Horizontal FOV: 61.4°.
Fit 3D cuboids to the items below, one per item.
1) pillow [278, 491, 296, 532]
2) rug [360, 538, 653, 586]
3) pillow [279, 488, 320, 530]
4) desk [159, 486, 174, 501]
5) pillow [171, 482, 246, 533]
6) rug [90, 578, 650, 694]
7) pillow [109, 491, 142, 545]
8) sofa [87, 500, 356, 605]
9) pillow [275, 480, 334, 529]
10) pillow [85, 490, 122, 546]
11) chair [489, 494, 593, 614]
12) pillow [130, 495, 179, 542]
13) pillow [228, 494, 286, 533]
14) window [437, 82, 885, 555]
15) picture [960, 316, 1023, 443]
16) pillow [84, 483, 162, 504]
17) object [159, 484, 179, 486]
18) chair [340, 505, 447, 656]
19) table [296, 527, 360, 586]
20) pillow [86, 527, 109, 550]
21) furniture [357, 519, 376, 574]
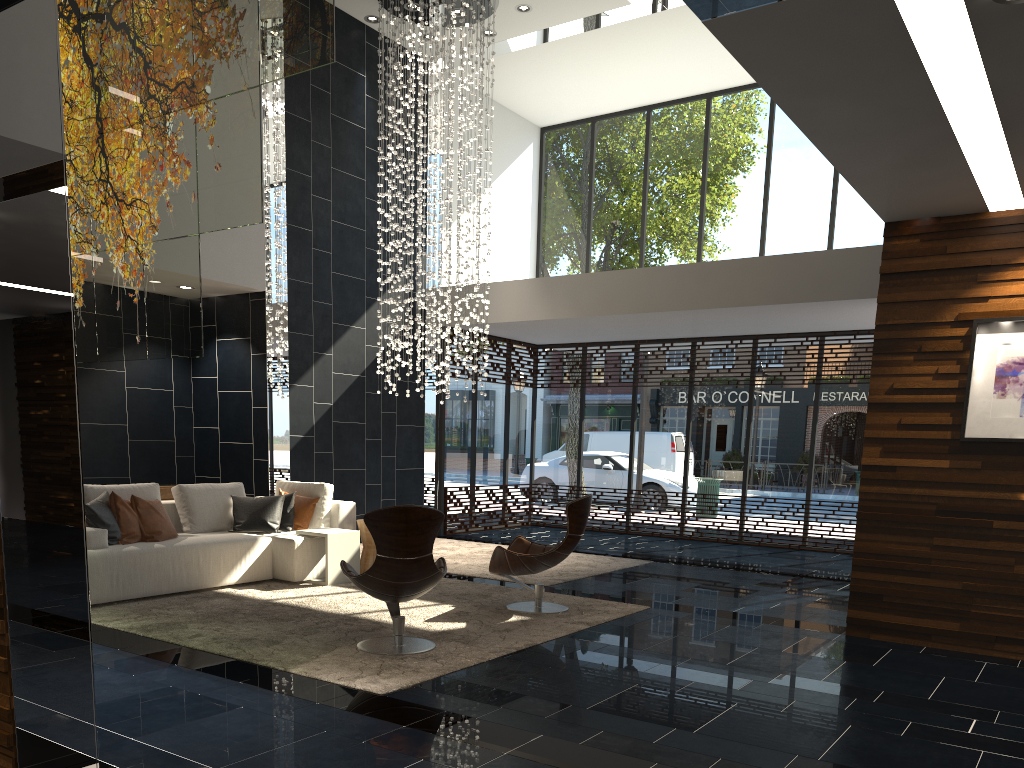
[{"bbox_3d":[-2.232,1.199,8.025,0.554,0.425,0.248,2,6,2],"label":"pillow"},{"bbox_3d":[-0.444,1.969,9.830,3.392,0.006,2.321,-1,-5,34],"label":"rug"},{"bbox_3d":[-2.085,1.199,8.162,0.516,0.423,0.264,2,5,29],"label":"pillow"},{"bbox_3d":[-4.280,1.389,8.465,0.982,0.763,2.228,2,-2,34],"label":"desk"},{"bbox_3d":[-2.714,1.122,7.864,0.287,0.445,0.714,6,2,35],"label":"pillow"},{"bbox_3d":[-2.207,1.746,7.344,5.860,0.006,3.192,-1,-5,34],"label":"rug"},{"bbox_3d":[-3.067,1.059,6.900,0.243,0.438,0.540,2,1,0],"label":"pillow"},{"bbox_3d":[-2.644,1.393,7.508,1.281,0.695,2.832,1,-3,34],"label":"sofa"},{"bbox_3d":[-2.032,1.171,8.352,0.706,0.469,0.215,2,6,35],"label":"pillow"},{"bbox_3d":[-3.169,1.045,6.710,0.255,0.422,0.545,1,1,-8],"label":"pillow"},{"bbox_3d":[0.217,1.307,6.798,0.788,0.951,0.660,2,5,2],"label":"chair"},{"bbox_3d":[-2.932,1.100,7.082,0.268,0.420,0.512,2,1,5],"label":"pillow"},{"bbox_3d":[-2.327,1.187,7.871,0.505,0.374,0.292,2,4,-7],"label":"pillow"},{"bbox_3d":[2.250,-0.899,10.750,6.092,6.161,2.313,3,7,33],"label":"window"},{"bbox_3d":[3.233,-0.025,5.319,0.756,0.792,0.033,4,9,33],"label":"picture"},{"bbox_3d":[-3.220,1.050,7.128,0.245,0.461,0.714,6,2,34],"label":"pillow"},{"bbox_3d":[-3.817,1.061,9.014,0.239,0.027,0.708,-2,-5,45],"label":"object"},{"bbox_3d":[-0.667,1.183,5.369,0.674,0.950,0.773,-1,5,-28],"label":"chair"},{"bbox_3d":[-1.663,1.557,7.808,0.396,0.476,0.395,4,5,34],"label":"table"},{"bbox_3d":[-3.334,1.150,6.510,0.620,0.155,0.237,0,-1,29],"label":"pillow"},{"bbox_3d":[-1.302,1.577,8.330,0.392,0.533,0.384,0,5,-21],"label":"furniture"}]
